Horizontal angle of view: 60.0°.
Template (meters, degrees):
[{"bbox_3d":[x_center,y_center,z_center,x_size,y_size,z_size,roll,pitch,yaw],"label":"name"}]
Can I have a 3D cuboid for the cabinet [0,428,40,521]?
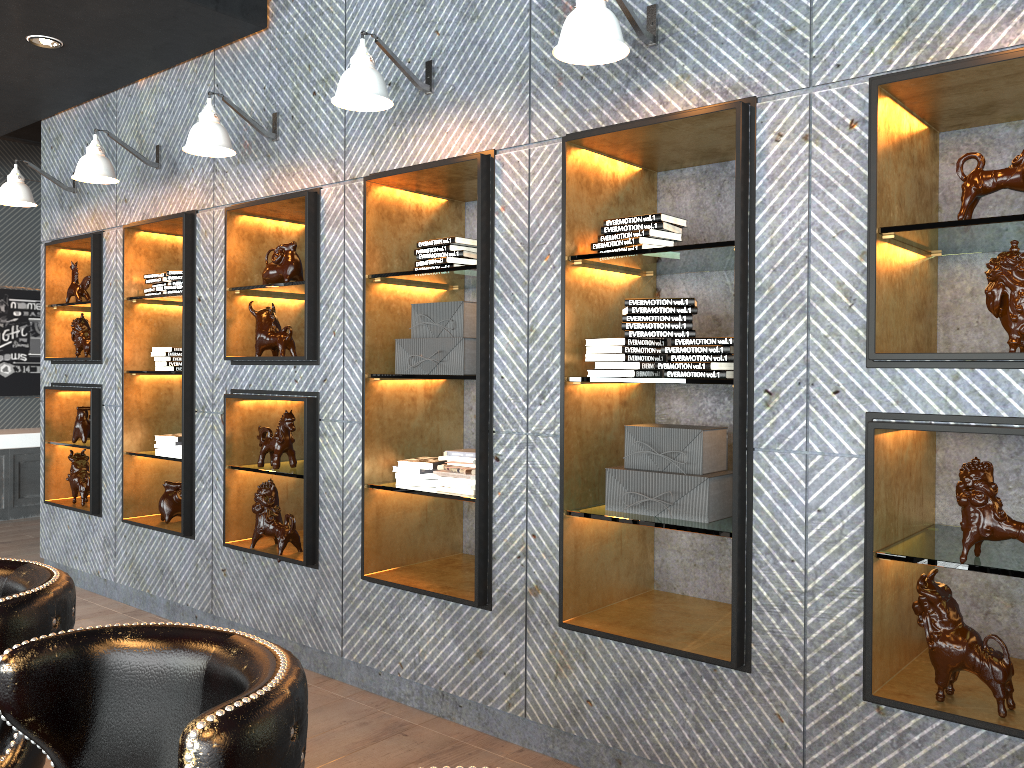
[{"bbox_3d":[-5.253,0.966,4.339,6.312,0.827,8.420,1,1,40],"label":"cabinet"}]

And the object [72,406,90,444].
[{"bbox_3d":[-2.854,0.271,6.005,0.126,0.249,0.253,1,1,15],"label":"object"}]

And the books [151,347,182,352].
[{"bbox_3d":[-1.983,-0.204,5.288,0.193,0.028,0.245,1,1,33],"label":"books"}]

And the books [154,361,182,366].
[{"bbox_3d":[-1.951,-0.118,5.234,0.245,0.028,0.193,0,1,-41],"label":"books"}]

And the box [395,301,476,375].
[{"bbox_3d":[-0.301,-0.199,3.917,0.419,0.315,0.298,1,1,40],"label":"box"}]

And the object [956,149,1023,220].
[{"bbox_3d":[1.379,-0.609,2.428,0.292,0.325,0.152,1,1,38],"label":"object"}]

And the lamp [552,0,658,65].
[{"bbox_3d":[0.351,-1.188,2.860,0.489,0.287,0.244,0,1,-34],"label":"lamp"}]

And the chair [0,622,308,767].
[{"bbox_3d":[-0.549,0.917,1.117,0.504,1.092,0.568,1,1,35],"label":"chair"}]

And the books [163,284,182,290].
[{"bbox_3d":[-1.888,-0.562,5.212,0.245,0.028,0.193,1,1,27],"label":"books"}]

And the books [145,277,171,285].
[{"bbox_3d":[-2.087,-0.623,5.398,0.245,0.028,0.193,1,1,45],"label":"books"}]

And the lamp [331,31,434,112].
[{"bbox_3d":[-0.486,-1.250,3.558,0.489,0.287,0.244,0,1,-34],"label":"lamp"}]

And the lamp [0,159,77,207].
[{"bbox_3d":[-3.046,-1.288,5.694,0.489,0.287,0.244,0,1,-34],"label":"lamp"}]

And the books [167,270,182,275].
[{"bbox_3d":[-1.864,-0.646,5.215,0.245,0.028,0.193,1,1,12],"label":"books"}]

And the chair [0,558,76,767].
[{"bbox_3d":[-1.090,0.905,1.568,0.504,1.092,0.568,1,1,30],"label":"chair"}]

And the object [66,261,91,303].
[{"bbox_3d":[-2.878,-0.683,5.911,0.290,0.290,0.097,1,1,38],"label":"object"}]

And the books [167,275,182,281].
[{"bbox_3d":[-1.865,-0.618,5.216,0.245,0.028,0.193,1,1,20],"label":"books"}]

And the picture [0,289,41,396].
[{"bbox_3d":[-6.312,-0.414,7.970,0.200,1.103,12.465,1,1,40],"label":"picture"}]

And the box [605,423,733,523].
[{"bbox_3d":[0.561,0.314,3.214,0.419,0.315,0.323,1,1,40],"label":"box"}]

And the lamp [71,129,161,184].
[{"bbox_3d":[-2.214,-1.281,5.000,0.489,0.287,0.244,0,1,-34],"label":"lamp"}]

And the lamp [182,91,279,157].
[{"bbox_3d":[-1.328,-1.244,4.261,0.489,0.287,0.244,0,1,-34],"label":"lamp"}]

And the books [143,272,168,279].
[{"bbox_3d":[-2.086,-0.651,5.397,0.245,0.028,0.193,1,1,37],"label":"books"}]

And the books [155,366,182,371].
[{"bbox_3d":[-1.962,-0.091,5.284,0.193,0.028,0.245,1,1,36],"label":"books"}]

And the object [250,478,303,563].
[{"bbox_3d":[-1.206,0.687,4.524,0.177,0.388,0.338,0,1,-42],"label":"object"}]

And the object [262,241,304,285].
[{"bbox_3d":[-1.176,-0.611,4.533,0.278,0.222,0.138,1,1,39],"label":"object"}]

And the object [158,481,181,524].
[{"bbox_3d":[-1.961,0.700,5.336,0.314,0.251,0.157,0,1,-35],"label":"object"}]

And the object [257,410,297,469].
[{"bbox_3d":[-1.229,0.282,4.586,0.317,0.306,0.143,1,1,35],"label":"object"}]

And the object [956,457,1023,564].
[{"bbox_3d":[1.333,0.351,2.391,0.135,0.294,0.256,0,1,-42],"label":"object"}]

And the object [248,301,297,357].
[{"bbox_3d":[-1.219,-0.274,4.550,0.324,0.309,0.154,1,1,45],"label":"object"}]

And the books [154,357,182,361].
[{"bbox_3d":[-1.968,-0.147,5.275,0.193,0.028,0.245,1,1,40],"label":"books"}]

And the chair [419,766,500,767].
[{"bbox_3d":[-0.068,0.929,0.632,0.568,1.092,0.504,0,1,-42],"label":"chair"}]

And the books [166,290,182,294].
[{"bbox_3d":[-1.866,-0.534,5.217,0.245,0.028,0.193,1,1,19],"label":"books"}]

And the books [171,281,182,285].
[{"bbox_3d":[-1.855,-0.591,5.255,0.245,0.028,0.193,1,1,22],"label":"books"}]

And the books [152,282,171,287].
[{"bbox_3d":[-2.062,-0.595,5.429,0.193,0.028,0.245,-1,1,-43],"label":"books"}]

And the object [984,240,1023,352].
[{"bbox_3d":[1.417,-0.223,2.391,0.242,0.338,0.159,1,1,45],"label":"object"}]

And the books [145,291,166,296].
[{"bbox_3d":[-2.088,-0.538,5.399,0.245,0.028,0.193,1,1,44],"label":"books"}]

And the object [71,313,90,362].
[{"bbox_3d":[-2.841,-0.312,5.927,0.236,0.329,0.155,1,1,45],"label":"object"}]

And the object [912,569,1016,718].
[{"bbox_3d":[1.276,0.722,2.512,0.266,0.359,0.168,1,1,33],"label":"object"}]

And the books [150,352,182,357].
[{"bbox_3d":[-1.990,-0.176,5.280,0.193,0.028,0.245,1,1,43],"label":"books"}]

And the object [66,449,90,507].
[{"bbox_3d":[-2.873,0.625,5.958,0.269,0.362,0.170,1,1,33],"label":"object"}]

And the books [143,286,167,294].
[{"bbox_3d":[-2.110,-0.567,5.404,0.193,0.028,0.245,0,1,-38],"label":"books"}]
